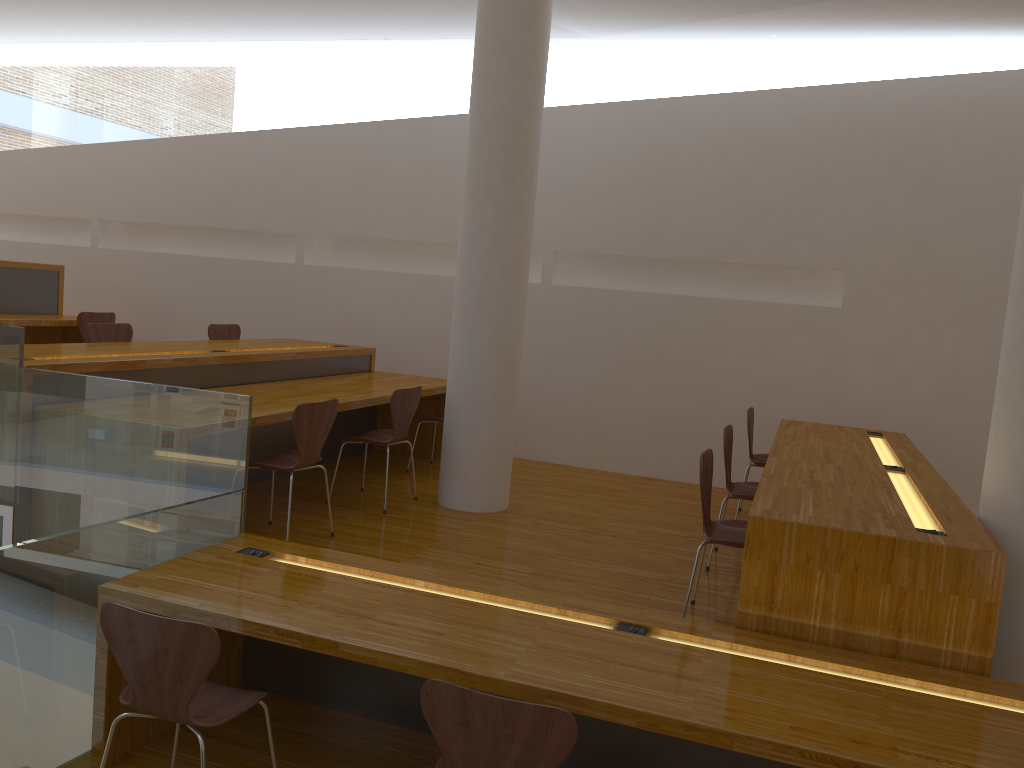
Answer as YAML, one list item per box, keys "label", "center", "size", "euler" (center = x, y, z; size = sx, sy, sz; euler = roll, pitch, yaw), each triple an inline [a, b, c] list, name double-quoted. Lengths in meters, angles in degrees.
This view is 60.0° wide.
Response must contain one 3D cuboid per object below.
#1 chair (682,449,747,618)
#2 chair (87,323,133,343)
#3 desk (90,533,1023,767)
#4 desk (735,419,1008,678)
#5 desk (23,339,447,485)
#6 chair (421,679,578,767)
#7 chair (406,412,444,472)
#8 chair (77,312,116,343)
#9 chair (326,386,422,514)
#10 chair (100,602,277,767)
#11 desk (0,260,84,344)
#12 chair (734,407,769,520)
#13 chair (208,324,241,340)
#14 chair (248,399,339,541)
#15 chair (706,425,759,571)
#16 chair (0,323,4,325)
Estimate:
- label: "chair"
  center: [0.913, 0.642, 3.547]
  size: [0.381, 0.693, 0.428]
  euler: [7, 6, 18]
- label: "chair"
  center: [-2.453, -0.029, 5.677]
  size: [0.381, 0.693, 0.428]
  euler: [7, 6, 18]
- label: "desk"
  center: [0.295, 1.090, 2.679]
  size: [3.185, 0.606, 0.760]
  euler: [7, 6, 18]
- label: "desk"
  center: [1.615, 0.671, 4.313]
  size: [0.760, 0.606, 3.185]
  euler: [7, 6, 18]
- label: "desk"
  center: [-1.571, 0.211, 5.329]
  size: [1.527, 0.785, 3.243]
  euler: [7, 6, 18]
- label: "chair"
  center: [-0.009, 1.054, 2.264]
  size: [0.428, 0.693, 0.381]
  euler: [7, 6, 18]
- label: "chair"
  center: [-0.455, 0.272, 6.201]
  size: [0.381, 0.693, 0.428]
  euler: [7, 6, 18]
- label: "chair"
  center: [-3.438, -0.240, 7.041]
  size: [0.381, 0.693, 0.428]
  euler: [7, 6, 18]
- label: "chair"
  center: [-0.779, 0.344, 5.131]
  size: [0.381, 0.693, 0.428]
  euler: [7, 6, 18]
- label: "chair"
  center: [-0.924, 0.945, 2.568]
  size: [0.428, 0.693, 0.381]
  euler: [7, 6, 18]
- label: "desk"
  center: [-4.418, -0.403, 6.015]
  size: [1.248, 1.022, 3.216]
  euler: [7, 6, 18]
- label: "chair"
  center: [1.621, 0.519, 5.511]
  size: [0.381, 0.693, 0.428]
  euler: [7, 6, 18]
- label: "chair"
  center: [-2.058, -0.092, 6.722]
  size: [0.381, 0.693, 0.428]
  euler: [7, 6, 18]
- label: "chair"
  center: [-1.091, 0.403, 4.213]
  size: [0.381, 0.693, 0.428]
  euler: [7, 6, 18]
- label: "chair"
  center: [1.225, 0.583, 4.465]
  size: [0.381, 0.693, 0.428]
  euler: [7, 6, 18]
- label: "chair"
  center: [-2.765, 0.030, 4.759]
  size: [0.381, 0.693, 0.428]
  euler: [7, 6, 18]
